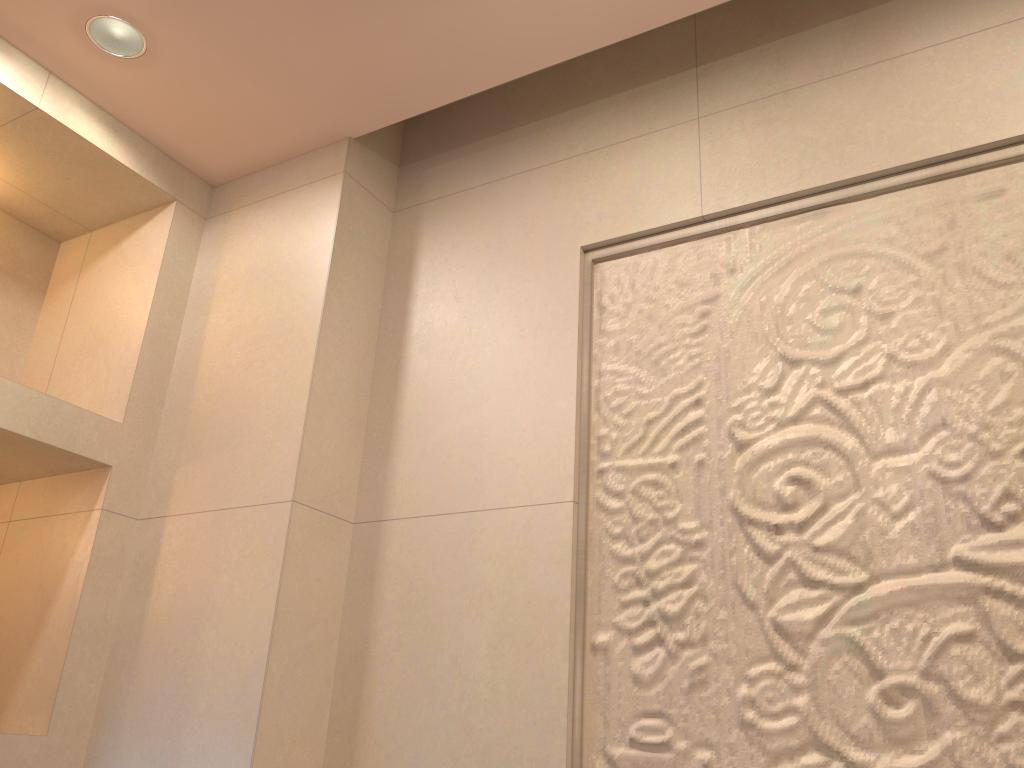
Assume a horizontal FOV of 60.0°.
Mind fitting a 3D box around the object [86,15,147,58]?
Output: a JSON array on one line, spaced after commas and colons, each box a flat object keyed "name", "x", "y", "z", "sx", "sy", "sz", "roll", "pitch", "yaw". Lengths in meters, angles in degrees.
[{"name": "object", "x": -0.665, "y": -0.615, "z": 1.508, "sx": 0.097, "sy": 0.069, "sz": 0.097, "roll": 23, "pitch": -30, "yaw": -38}]
